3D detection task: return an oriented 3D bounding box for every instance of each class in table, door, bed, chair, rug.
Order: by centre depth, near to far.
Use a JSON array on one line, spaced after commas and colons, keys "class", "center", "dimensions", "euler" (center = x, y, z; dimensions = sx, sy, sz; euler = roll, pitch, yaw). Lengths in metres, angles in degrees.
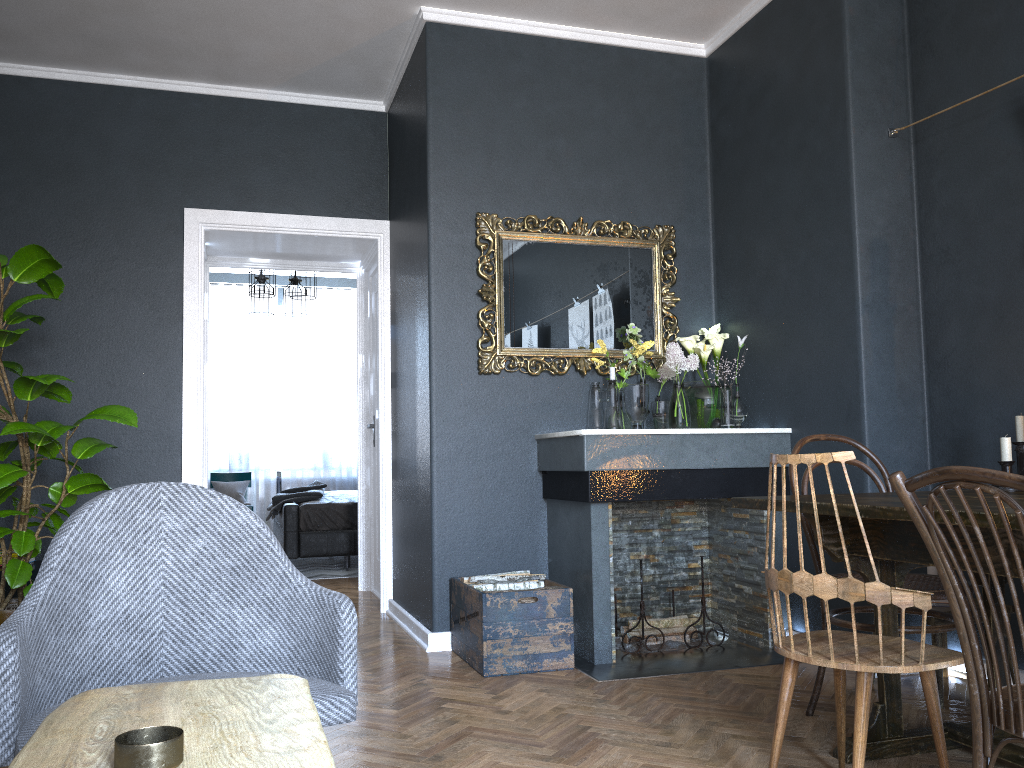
[{"class": "table", "center": [-0.328, 0.647, 0.838], "dimensions": [0.339, 0.549, 0.788], "euler": [0, -5, -17]}, {"class": "chair", "center": [0.962, 0.546, 1.512], "dimensions": [0.467, 0.819, 0.363], "euler": [0, -5, -17]}, {"class": "chair", "center": [-0.658, 0.598, 1.718], "dimensions": [0.645, 0.810, 0.495], "euler": [3, -6, -39]}, {"class": "table", "center": [1.427, 0.629, 2.006], "dimensions": [1.126, 0.726, 1.606], "euler": [0, -5, -17]}, {"class": "chair", "center": [0.822, 0.593, 2.152], "dimensions": [0.384, 0.855, 0.456], "euler": [2, -5, -32]}, {"class": "chair", "center": [1.177, 0.609, 2.815], "dimensions": [0.438, 0.919, 0.550], "euler": [0, -5, -15]}, {"class": "table", "center": [1.534, 0.938, 3.172], "dimensions": [0.364, 0.317, 0.370], "euler": [0, -5, -17]}, {"class": "door", "center": [-0.807, 0.263, 5.649], "dimensions": [0.162, 2.184, 0.858], "euler": [0, -5, -17]}, {"class": "rug", "center": [-1.445, 1.557, 7.698], "dimensions": [1.458, 0.013, 2.047], "euler": [1, -5, -17]}, {"class": "bed", "center": [-0.974, 0.986, 7.923], "dimensions": [2.375, 1.160, 2.268], "euler": [0, -5, -17]}, {"class": "chair", "center": [-2.811, 1.285, 8.863], "dimensions": [0.435, 0.797, 0.593], "euler": [0, -5, -17]}]

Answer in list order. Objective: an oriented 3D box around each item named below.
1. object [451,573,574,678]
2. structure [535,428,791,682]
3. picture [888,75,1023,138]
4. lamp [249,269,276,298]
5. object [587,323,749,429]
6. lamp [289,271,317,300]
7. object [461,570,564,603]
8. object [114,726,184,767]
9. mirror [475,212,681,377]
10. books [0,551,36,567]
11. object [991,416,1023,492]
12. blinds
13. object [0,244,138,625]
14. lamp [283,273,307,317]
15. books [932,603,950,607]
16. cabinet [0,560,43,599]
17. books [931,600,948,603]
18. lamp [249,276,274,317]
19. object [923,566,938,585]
[{"class": "object", "center": [-0.013, 1.015, 3.799], "dimensions": [0.383, 0.326, 0.553], "euler": [0, -5, -17]}, {"class": "structure", "center": [0.705, 0.700, 3.962], "dimensions": [1.065, 0.980, 0.835], "euler": [0, -5, -17]}, {"class": "picture", "center": [2.206, -0.860, 1.465], "dimensions": [0.058, 0.770, 4.462], "euler": [0, -5, -17]}, {"class": "lamp", "center": [-2.121, -1.101, 7.536], "dimensions": [0.210, 0.713, 0.210], "euler": [-1, -4, -4]}, {"class": "object", "center": [0.752, -0.046, 4.204], "dimensions": [0.727, 0.546, 0.475], "euler": [0, -5, -14]}, {"class": "lamp", "center": [-1.732, -1.092, 7.351], "dimensions": [0.210, 0.768, 0.210], "euler": [-1, -4, -4]}, {"class": "object", "center": [-0.010, 0.939, 3.807], "dimensions": [0.370, 0.246, 0.533], "euler": [0, -5, -17]}, {"class": "object", "center": [-0.319, 0.346, 0.723], "dimensions": [0.103, 0.033, 0.369], "euler": [0, -5, -7]}, {"class": "mirror", "center": [0.337, -0.427, 4.324], "dimensions": [1.057, 0.783, 0.067], "euler": [0, -4, -17]}, {"class": "books", "center": [-2.438, 0.848, 4.307], "dimensions": [0.215, 0.066, 0.162], "euler": [1, -5, -22]}, {"class": "object", "center": [1.599, 0.114, 2.674], "dimensions": [0.223, 0.419, 0.368], "euler": [0, -5, -16]}, {"class": "blinds", "center": [-2.418, 0.331, 9.493], "dimensions": [3.992, 2.785, 0.313], "euler": [0, -4, -17]}, {"class": "object", "center": [-2.150, 0.262, 3.651], "dimensions": [1.118, 1.896, 0.764], "euler": [1, -5, -23]}, {"class": "lamp", "center": [-2.026, -1.014, 8.291], "dimensions": [0.210, 0.746, 0.210], "euler": [-1, -4, -4]}, {"class": "books", "center": [1.528, 0.775, 3.201], "dimensions": [0.219, 0.013, 0.273], "euler": [-4, -6, 29]}, {"class": "cabinet", "center": [-2.288, 1.073, 4.302], "dimensions": [0.650, 0.390, 0.457], "euler": [0, -5, -17]}, {"class": "books", "center": [1.510, 0.757, 3.198], "dimensions": [0.207, 0.024, 0.262], "euler": [-4, -6, 26]}, {"class": "lamp", "center": [-2.232, -1.016, 7.904], "dimensions": [0.210, 0.803, 0.210], "euler": [-1, -4, -4]}, {"class": "object", "center": [1.515, 0.657, 3.196], "dimensions": [0.074, 0.173, 0.074], "euler": [-3, -5, 28]}]
